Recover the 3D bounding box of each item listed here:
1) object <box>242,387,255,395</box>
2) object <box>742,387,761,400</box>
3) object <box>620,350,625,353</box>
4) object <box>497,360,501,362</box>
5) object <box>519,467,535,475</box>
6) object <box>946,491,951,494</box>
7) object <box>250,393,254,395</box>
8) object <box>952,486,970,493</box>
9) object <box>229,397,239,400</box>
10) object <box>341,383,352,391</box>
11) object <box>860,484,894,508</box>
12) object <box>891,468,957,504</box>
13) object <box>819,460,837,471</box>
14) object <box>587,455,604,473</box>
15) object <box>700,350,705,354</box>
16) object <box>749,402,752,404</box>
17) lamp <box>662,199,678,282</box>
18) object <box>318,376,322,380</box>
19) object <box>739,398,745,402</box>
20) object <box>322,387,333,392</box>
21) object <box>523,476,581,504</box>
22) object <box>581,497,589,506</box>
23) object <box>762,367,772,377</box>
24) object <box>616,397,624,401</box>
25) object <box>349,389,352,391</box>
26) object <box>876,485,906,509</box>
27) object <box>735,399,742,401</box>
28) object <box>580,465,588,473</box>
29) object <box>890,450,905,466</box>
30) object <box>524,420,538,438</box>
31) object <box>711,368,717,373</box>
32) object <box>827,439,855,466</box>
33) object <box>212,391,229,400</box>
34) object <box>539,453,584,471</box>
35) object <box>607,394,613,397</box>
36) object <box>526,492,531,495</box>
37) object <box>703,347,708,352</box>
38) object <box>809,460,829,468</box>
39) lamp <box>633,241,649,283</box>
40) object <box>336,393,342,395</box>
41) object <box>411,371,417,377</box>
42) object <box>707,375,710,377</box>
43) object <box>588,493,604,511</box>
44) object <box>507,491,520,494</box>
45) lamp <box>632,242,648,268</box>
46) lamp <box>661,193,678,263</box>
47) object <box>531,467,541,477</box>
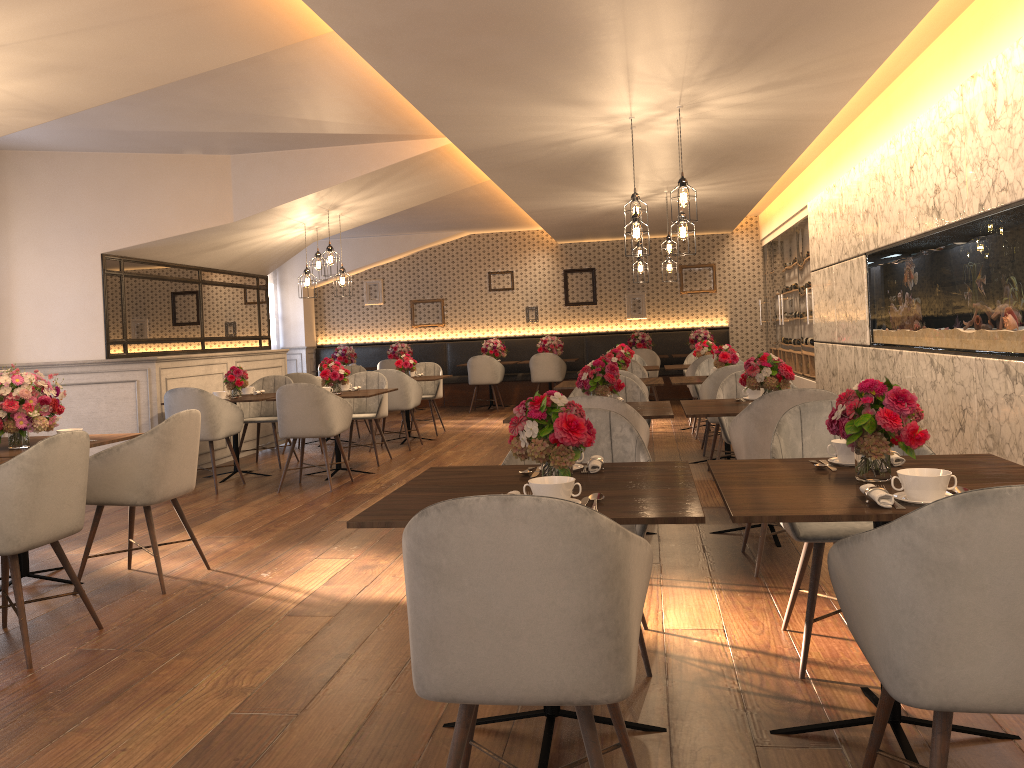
[{"bbox_3d":[-2.481,0.064,8.306,0.148,0.072,0.148,-4,3,-24],"label":"object"},{"bbox_3d":[1.445,0.056,5.250,0.148,0.072,0.148,-5,3,-39],"label":"object"},{"bbox_3d":[1.240,-0.362,10.038,0.045,0.052,0.077,-3,2,-29],"label":"object"},{"bbox_3d":[-0.221,-0.378,14.494,0.056,0.039,0.176,-2,3,9],"label":"object"},{"bbox_3d":[0.048,0.283,2.916,0.043,0.015,0.197,-2,3,5],"label":"object"},{"bbox_3d":[1.095,0.282,2.187,0.022,0.004,0.211,-2,3,9],"label":"object"},{"bbox_3d":[-2.402,0.086,8.285,0.025,0.024,0.193,-2,3,9],"label":"object"},{"bbox_3d":[1.121,0.276,2.176,0.043,0.015,0.197,-2,3,13],"label":"object"},{"bbox_3d":[-2.428,0.125,7.702,0.043,0.015,0.197,-2,3,13],"label":"object"},{"bbox_3d":[-1.547,0.029,8.164,0.148,0.072,0.148,-4,3,-24],"label":"object"},{"bbox_3d":[0.901,0.273,2.190,0.056,0.039,0.176,-2,3,9],"label":"object"},{"bbox_3d":[1.013,0.252,2.173,0.148,0.072,0.148,-1,3,31],"label":"object"},{"bbox_3d":[0.990,0.254,2.766,0.022,0.004,0.211,-2,3,9],"label":"object"},{"bbox_3d":[0.275,0.262,2.902,0.056,0.039,0.176,-2,3,9],"label":"object"},{"bbox_3d":[2.130,-0.356,9.883,0.049,0.052,0.077,-2,2,19],"label":"object"},{"bbox_3d":[1.277,0.115,4.660,0.056,0.039,0.176,-2,3,9],"label":"object"},{"bbox_3d":[1.748,-2.197,10.060,0.175,2.071,0.175,-3,0,10],"label":"lamp"},{"bbox_3d":[-2.187,-0.046,9.994,0.148,0.072,0.148,-4,3,-24],"label":"object"},{"bbox_3d":[1.366,0.095,5.236,0.022,0.004,0.211,-2,3,9],"label":"object"},{"bbox_3d":[-1.603,0.066,7.557,0.148,0.072,0.148,-4,3,-24],"label":"object"},{"bbox_3d":[0.105,0.287,2.311,0.148,0.072,0.148,-1,3,31],"label":"object"},{"bbox_3d":[0.188,0.316,2.326,0.022,0.004,0.211,-2,3,9],"label":"object"},{"bbox_3d":[1.389,-0.067,4.872,0.048,0.052,0.076,-3,2,-12],"label":"object"},{"bbox_3d":[0.651,0.103,5.372,0.056,0.039,0.176,-2,3,9],"label":"object"},{"bbox_3d":[-1.469,0.051,8.142,0.025,0.024,0.193,-2,3,9],"label":"object"},{"bbox_3d":[0.937,0.278,2.194,0.025,0.024,0.193,-2,3,9],"label":"object"},{"bbox_3d":[1.332,0.090,5.248,0.043,0.015,0.197,-2,3,5],"label":"object"},{"bbox_3d":[0.240,0.271,2.897,0.025,0.024,0.193,-2,3,9],"label":"object"},{"bbox_3d":[1.182,0.227,2.763,0.056,0.039,0.176,-2,3,9],"label":"object"},{"bbox_3d":[0.061,0.128,2.567,0.048,0.052,0.076,-2,2,14],"label":"object"},{"bbox_3d":[1.832,-0.108,7.795,0.148,0.072,0.148,-3,3,-14],"label":"object"},{"bbox_3d":[1.069,0.215,2.780,0.148,0.072,0.148,-5,3,-39],"label":"object"},{"bbox_3d":[-2.537,0.102,7.699,0.148,0.072,0.148,-4,3,-24],"label":"object"},{"bbox_3d":[0.161,0.249,2.919,0.148,0.072,0.148,-5,3,-39],"label":"object"},{"bbox_3d":[0.537,0.090,5.389,0.148,0.072,0.148,-5,3,-39],"label":"object"},{"bbox_3d":[0.030,0.313,2.333,0.025,0.024,0.193,-2,3,9],"label":"object"},{"bbox_3d":[2.149,-0.387,9.867,0.048,0.052,0.076,-3,2,-12],"label":"object"},{"bbox_3d":[0.963,0.249,2.777,0.043,0.015,0.197,-2,3,13],"label":"object"},{"bbox_3d":[1.408,-2.177,9.984,0.175,2.071,0.175,-3,0,10],"label":"lamp"},{"bbox_3d":[-1.495,0.090,7.560,0.043,0.015,0.197,-2,3,13],"label":"object"},{"bbox_3d":[-1.198,-0.119,10.458,0.148,0.072,0.148,-4,3,-24],"label":"object"},{"bbox_3d":[1.726,-0.074,7.792,0.043,0.015,0.197,-2,3,13],"label":"object"},{"bbox_3d":[0.214,0.310,2.315,0.043,0.015,0.197,-2,3,13],"label":"object"},{"bbox_3d":[-0.006,0.308,2.328,0.056,0.039,0.176,-2,3,9],"label":"object"},{"bbox_3d":[1.448,-2.391,10.309,0.175,2.071,0.175,-3,0,10],"label":"lamp"},{"bbox_3d":[1.690,-2.370,9.735,0.175,2.071,0.175,-3,0,10],"label":"lamp"},{"bbox_3d":[0.082,0.288,2.904,0.022,0.004,0.211,-2,3,9],"label":"object"}]
